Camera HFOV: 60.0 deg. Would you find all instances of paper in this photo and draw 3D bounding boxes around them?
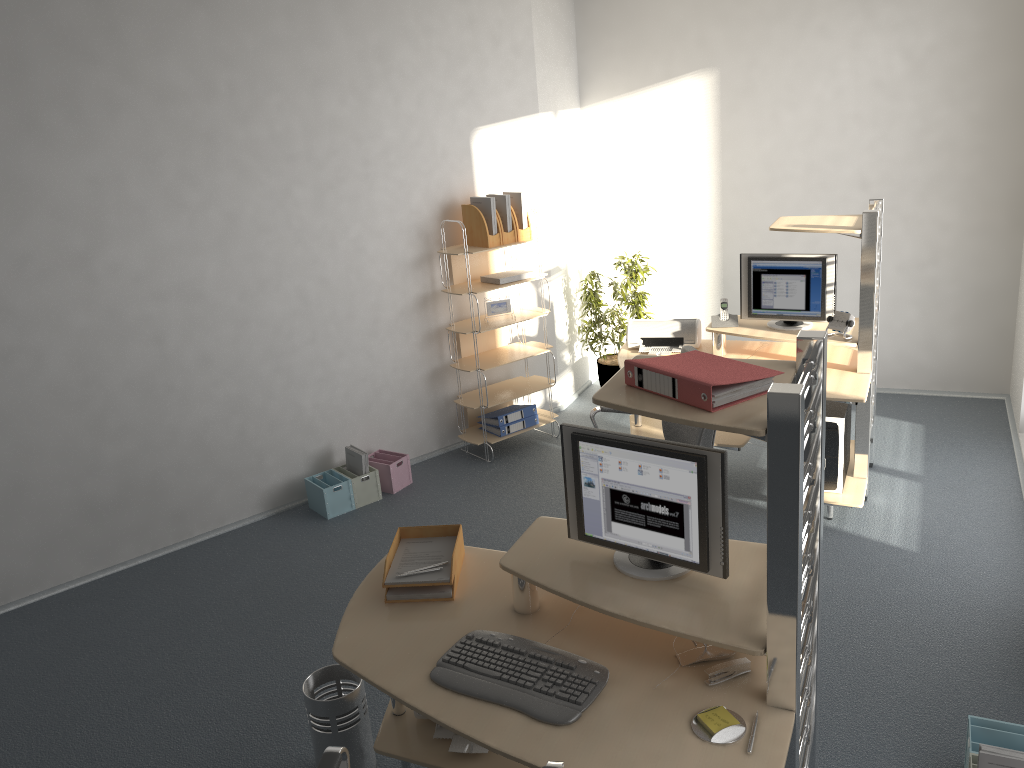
[{"bbox_3d":[-0.289,0.636,2.984,0.210,0.019,0.297,-4,18,5],"label":"paper"},{"bbox_3d":[-0.938,0.543,5.396,0.068,0.306,0.220,-18,22,-35],"label":"paper"},{"bbox_3d":[-0.024,-0.700,5.781,0.297,0.046,0.213,-18,22,-35],"label":"paper"},{"bbox_3d":[-0.294,0.587,2.968,0.210,0.010,0.297,-4,18,5],"label":"paper"},{"bbox_3d":[0.021,-1.090,5.735,0.045,0.297,0.213,-16,21,-32],"label":"paper"},{"bbox_3d":[-0.177,-1.028,5.598,0.045,0.297,0.213,-19,22,-37],"label":"paper"},{"bbox_3d":[-0.081,-1.060,5.670,0.045,0.297,0.213,-18,21,-34],"label":"paper"}]

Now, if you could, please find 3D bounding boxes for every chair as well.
[{"bbox_3d":[0.629,0.419,4.151,0.652,1.048,0.584,-8,18,-8],"label":"chair"},{"bbox_3d":[-0.173,1.168,2.032,0.584,1.048,0.652,-1,18,12],"label":"chair"}]

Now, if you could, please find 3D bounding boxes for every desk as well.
[{"bbox_3d":[0.064,0.708,2.554,1.469,1.566,0.967,3,20,25],"label":"desk"},{"bbox_3d":[1.222,-0.160,4.944,1.469,1.566,0.967,3,20,25],"label":"desk"}]

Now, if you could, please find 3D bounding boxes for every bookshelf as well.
[{"bbox_3d":[-0.076,-0.331,5.848,0.724,1.572,0.381,-18,22,-34],"label":"bookshelf"}]

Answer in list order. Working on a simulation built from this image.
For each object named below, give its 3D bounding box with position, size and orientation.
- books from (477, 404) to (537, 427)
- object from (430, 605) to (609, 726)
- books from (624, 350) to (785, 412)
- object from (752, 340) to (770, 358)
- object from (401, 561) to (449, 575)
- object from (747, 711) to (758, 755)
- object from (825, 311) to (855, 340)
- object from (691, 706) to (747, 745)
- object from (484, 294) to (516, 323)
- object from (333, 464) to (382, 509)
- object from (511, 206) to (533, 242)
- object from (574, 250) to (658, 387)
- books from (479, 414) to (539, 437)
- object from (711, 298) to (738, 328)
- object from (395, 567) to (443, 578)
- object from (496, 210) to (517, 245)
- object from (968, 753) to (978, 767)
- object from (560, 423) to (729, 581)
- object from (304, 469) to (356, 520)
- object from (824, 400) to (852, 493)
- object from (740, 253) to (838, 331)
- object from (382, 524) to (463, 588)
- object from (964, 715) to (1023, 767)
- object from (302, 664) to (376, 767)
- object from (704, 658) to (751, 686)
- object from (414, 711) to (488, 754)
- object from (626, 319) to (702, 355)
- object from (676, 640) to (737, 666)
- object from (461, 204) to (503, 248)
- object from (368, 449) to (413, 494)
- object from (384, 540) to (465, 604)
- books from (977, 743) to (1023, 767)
[{"bbox_3d":[-0.036,0.200,6.006,0.320,0.100,0.263,-17,21,-34],"label":"books"},{"bbox_3d":[0.165,0.732,2.651,0.478,0.082,0.814,6,21,32],"label":"object"},{"bbox_3d":[0.499,-0.027,2.326,0.262,0.072,0.320,-16,20,-30],"label":"books"},{"bbox_3d":[1.351,-0.129,5.011,0.478,0.082,0.814,6,21,32],"label":"object"},{"bbox_3d":[-0.284,0.601,2.892,0.159,0.009,0.008,-11,19,-18],"label":"object"},{"bbox_3d":[0.583,0.838,2.141,0.011,0.011,0.158,2,19,22],"label":"object"},{"bbox_3d":[1.741,-0.314,4.694,0.093,0.135,0.154,-14,20,-26],"label":"object"},{"bbox_3d":[0.506,0.827,2.172,0.132,0.026,0.132,3,20,25],"label":"object"},{"bbox_3d":[-0.084,-0.496,5.772,0.192,0.161,0.077,-11,18,-17],"label":"object"},{"bbox_3d":[-0.944,0.614,5.409,0.185,0.202,0.245,-18,22,-35],"label":"object"},{"bbox_3d":[0.007,-1.066,5.730,0.113,0.259,0.243,-16,21,-32],"label":"object"},{"bbox_3d":[0.808,-0.426,6.612,0.644,1.147,0.544,-17,21,-33],"label":"object"},{"bbox_3d":[-0.026,0.254,6.015,0.320,0.072,0.262,-17,21,-34],"label":"books"},{"bbox_3d":[1.230,-0.416,5.135,0.150,0.151,0.119,-1,18,11],"label":"object"},{"bbox_3d":[-0.302,0.610,2.869,0.159,0.009,0.008,-8,18,-10],"label":"object"},{"bbox_3d":[-0.094,-1.036,5.663,0.113,0.259,0.243,-18,21,-34],"label":"object"},{"bbox_3d":[1.500,1.274,2.651,0.245,0.202,0.185,3,20,25],"label":"object"},{"bbox_3d":[0.417,0.330,2.587,0.245,0.418,0.516,-20,23,-39],"label":"object"},{"bbox_3d":[-1.088,0.661,5.303,0.185,0.202,0.245,-18,22,-35],"label":"object"},{"bbox_3d":[1.704,0.302,4.788,0.199,0.422,0.471,3,20,25],"label":"object"},{"bbox_3d":[1.563,-0.531,4.959,0.516,0.418,0.245,10,23,39],"label":"object"},{"bbox_3d":[-0.295,0.570,2.964,0.225,0.060,0.309,-4,18,5],"label":"object"},{"bbox_3d":[1.577,1.216,2.810,0.245,0.202,0.185,3,20,25],"label":"object"},{"bbox_3d":[-0.608,1.215,3.142,0.208,0.377,0.208,-12,19,-19],"label":"object"},{"bbox_3d":[0.571,0.758,2.345,0.134,0.042,0.022,-12,19,-21],"label":"object"},{"bbox_3d":[-0.118,1.044,2.932,0.438,0.162,0.351,-2,18,10],"label":"object"},{"bbox_3d":[0.903,-0.289,5.333,0.438,0.162,0.351,0,18,17],"label":"object"},{"bbox_3d":[0.534,0.721,2.437,0.159,0.064,0.054,-7,18,-7],"label":"object"},{"bbox_3d":[-0.190,-1.004,5.591,0.113,0.259,0.243,-19,22,-37],"label":"object"},{"bbox_3d":[-0.786,0.552,5.560,0.245,0.202,0.185,7,21,33],"label":"object"},{"bbox_3d":[-0.290,0.624,2.981,0.225,0.060,0.309,-4,18,5],"label":"object"},{"bbox_3d":[1.488,1.212,2.617,0.220,0.306,0.068,3,20,25],"label":"books"}]
